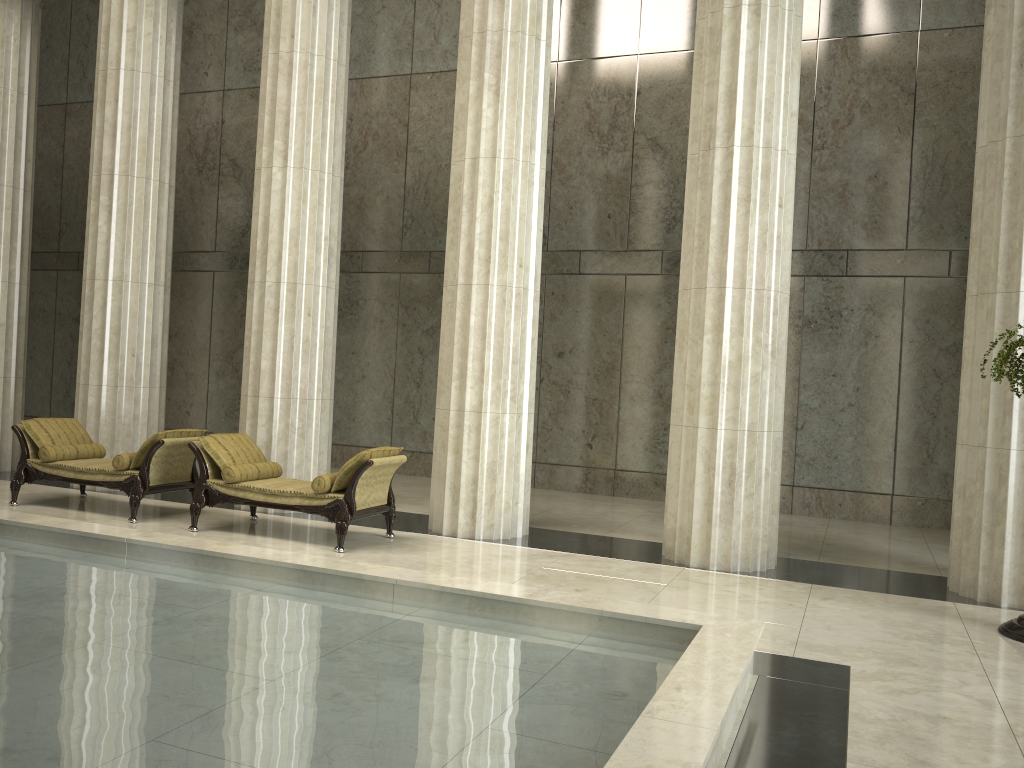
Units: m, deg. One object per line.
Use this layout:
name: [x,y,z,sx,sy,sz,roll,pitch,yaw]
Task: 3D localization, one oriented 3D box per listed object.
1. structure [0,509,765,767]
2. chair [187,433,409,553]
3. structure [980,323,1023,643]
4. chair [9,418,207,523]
structure: [-4.570,1.328,5.656,11.573,0.508,3.754,3,0,22]
chair: [-2.176,1.039,8.908,2.172,0.950,0.993,3,0,22]
structure: [4.044,0.673,6.479,1.159,2.386,1.053,3,0,-39]
chair: [-4.468,0.909,9.813,2.172,0.950,0.993,3,0,22]
